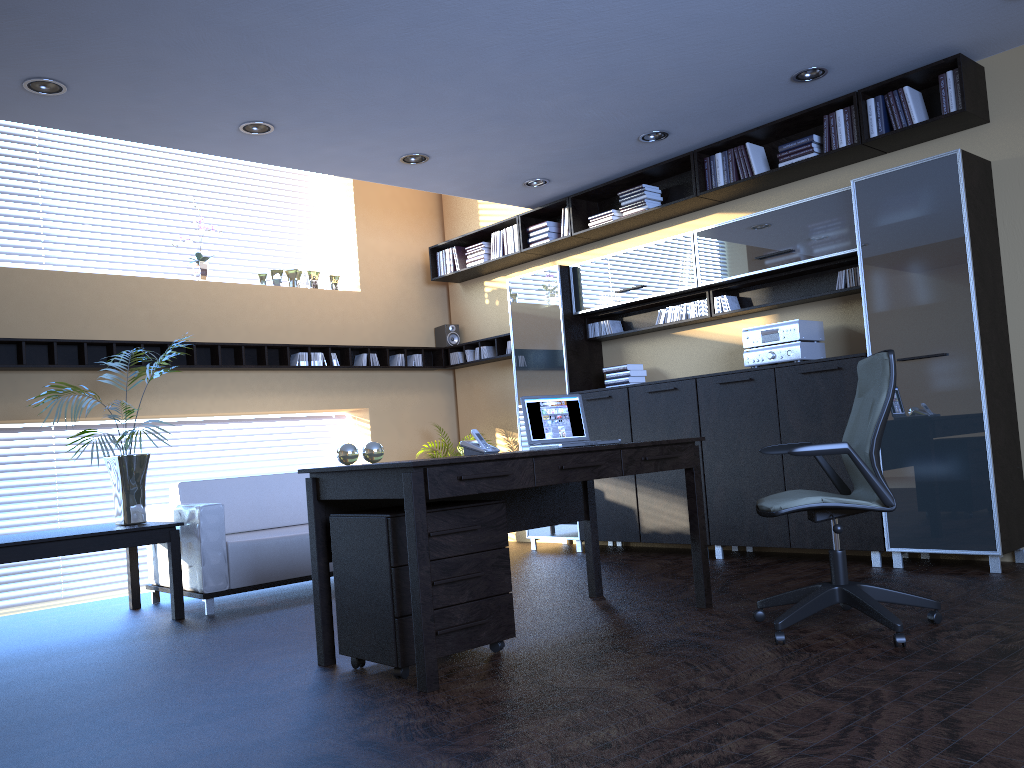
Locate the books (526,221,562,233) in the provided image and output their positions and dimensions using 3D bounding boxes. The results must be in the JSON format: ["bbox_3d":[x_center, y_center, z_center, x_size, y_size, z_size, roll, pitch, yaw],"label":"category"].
[{"bbox_3d":[0.289,-1.388,7.890,0.207,0.050,0.259,-1,-5,-43],"label":"books"}]

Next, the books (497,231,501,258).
[{"bbox_3d":[-0.056,-1.286,8.267,0.207,0.259,0.075,-2,-4,-43],"label":"books"}]

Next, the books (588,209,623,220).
[{"bbox_3d":[0.796,-1.389,7.337,0.207,0.028,0.259,-1,-5,-43],"label":"books"}]

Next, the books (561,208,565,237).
[{"bbox_3d":[0.506,-1.373,7.656,0.207,0.259,0.075,-2,-4,-42],"label":"books"}]

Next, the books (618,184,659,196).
[{"bbox_3d":[1.010,-1.539,7.087,0.207,0.028,0.259,-1,-5,-42],"label":"books"}]

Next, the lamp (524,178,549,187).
[{"bbox_3d":[0.194,-1.665,7.151,0.208,0.096,0.209,-3,-4,-24],"label":"lamp"}]

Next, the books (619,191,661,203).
[{"bbox_3d":[1.020,-1.483,7.077,0.207,0.028,0.259,-1,-5,-43],"label":"books"}]

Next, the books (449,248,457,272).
[{"bbox_3d":[-0.526,-1.212,8.797,0.207,0.258,0.050,-2,-4,-43],"label":"books"}]

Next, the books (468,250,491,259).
[{"bbox_3d":[-0.266,-1.238,8.528,0.207,0.028,0.259,-1,-5,-42],"label":"books"}]

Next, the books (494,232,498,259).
[{"bbox_3d":[-0.078,-1.282,8.290,0.207,0.259,0.075,-2,-4,-42],"label":"books"}]

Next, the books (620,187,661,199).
[{"bbox_3d":[1.024,-1.513,7.067,0.207,0.028,0.259,-1,-5,-43],"label":"books"}]

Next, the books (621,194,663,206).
[{"bbox_3d":[1.037,-1.456,7.075,0.207,0.028,0.259,-1,-5,-42],"label":"books"}]

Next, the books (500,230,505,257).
[{"bbox_3d":[-0.023,-1.289,8.254,0.207,0.259,0.075,-2,-4,-43],"label":"books"}]

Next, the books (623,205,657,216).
[{"bbox_3d":[1.049,-1.372,7.061,0.207,0.028,0.259,-1,-5,-42],"label":"books"}]

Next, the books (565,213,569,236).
[{"bbox_3d":[0.541,-1.379,7.603,0.207,0.259,0.075,-2,-4,-43],"label":"books"}]

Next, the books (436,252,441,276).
[{"bbox_3d":[-0.665,-1.190,8.951,0.207,0.258,0.050,-2,-4,-42],"label":"books"}]

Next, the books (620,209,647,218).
[{"bbox_3d":[1.030,-1.341,7.069,0.207,0.028,0.259,-1,-5,-42],"label":"books"}]

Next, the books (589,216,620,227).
[{"bbox_3d":[0.797,-1.333,7.319,0.207,0.028,0.259,-1,-5,-42],"label":"books"}]

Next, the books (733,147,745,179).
[{"bbox_3d":[1.683,-1.556,6.349,0.207,0.259,0.075,-2,-4,-42],"label":"books"}]

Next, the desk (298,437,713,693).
[{"bbox_3d":[0.057,0.777,4.347,1.894,0.889,0.915,-1,-5,-42],"label":"desk"}]

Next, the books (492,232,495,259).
[{"bbox_3d":[-0.098,-1.279,8.314,0.207,0.259,0.075,-2,-4,-43],"label":"books"}]

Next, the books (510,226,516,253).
[{"bbox_3d":[0.076,-1.307,8.117,0.207,0.258,0.050,-2,-4,-42],"label":"books"}]

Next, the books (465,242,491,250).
[{"bbox_3d":[-0.290,-1.321,8.543,0.207,0.028,0.259,-1,-5,-42],"label":"books"}]

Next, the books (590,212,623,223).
[{"bbox_3d":[0.808,-1.363,7.316,0.207,0.028,0.259,-1,-5,-43],"label":"books"}]

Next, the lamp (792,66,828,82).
[{"bbox_3d":[1.801,-1.917,5.364,0.209,0.096,0.208,-8,-5,42],"label":"lamp"}]

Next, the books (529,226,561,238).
[{"bbox_3d":[0.310,-1.339,7.875,0.207,0.050,0.259,-1,-5,-42],"label":"books"}]

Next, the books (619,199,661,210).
[{"bbox_3d":[1.026,-1.424,7.102,0.207,0.028,0.259,-1,-5,-43],"label":"books"}]

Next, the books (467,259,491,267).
[{"bbox_3d":[-0.273,-1.146,8.516,0.207,0.050,0.259,-1,-5,-42],"label":"books"}]

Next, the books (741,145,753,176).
[{"bbox_3d":[1.723,-1.561,6.298,0.207,0.257,0.072,-2,-4,-42],"label":"books"}]

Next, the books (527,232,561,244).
[{"bbox_3d":[0.299,-1.287,7.875,0.207,0.050,0.259,-1,-5,-42],"label":"books"}]

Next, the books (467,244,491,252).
[{"bbox_3d":[-0.273,-1.294,8.527,0.207,0.028,0.259,-1,-5,-43],"label":"books"}]

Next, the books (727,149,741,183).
[{"bbox_3d":[1.642,-1.550,6.398,0.207,0.258,0.050,-2,-4,-42],"label":"books"}]

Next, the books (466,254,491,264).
[{"bbox_3d":[-0.280,-1.196,8.529,0.207,0.050,0.259,-1,-5,-43],"label":"books"}]

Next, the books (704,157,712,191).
[{"bbox_3d":[1.504,-1.528,6.553,0.207,0.258,0.050,-2,-4,-42],"label":"books"}]

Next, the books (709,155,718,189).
[{"bbox_3d":[1.538,-1.534,6.514,0.207,0.258,0.050,-2,-4,-42],"label":"books"}]

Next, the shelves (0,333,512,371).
[{"bbox_3d":[-2.707,-0.277,6.608,6.620,0.213,1.251,-1,-5,-42],"label":"shelves"}]

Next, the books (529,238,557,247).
[{"bbox_3d":[0.314,-1.237,7.868,0.207,0.050,0.259,-1,-5,-42],"label":"books"}]

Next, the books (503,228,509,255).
[{"bbox_3d":[0.013,-1.296,8.200,0.207,0.258,0.050,-2,-4,-42],"label":"books"}]

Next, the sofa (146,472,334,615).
[{"bbox_3d":[-1.544,1.085,6.668,2.056,0.847,1.016,-1,-5,-42],"label":"sofa"}]

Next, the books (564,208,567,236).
[{"bbox_3d":[0.530,-1.376,7.636,0.207,0.259,0.075,-2,-4,-43],"label":"books"}]

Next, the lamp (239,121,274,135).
[{"bbox_3d":[-1.596,-1.640,5.534,0.209,0.096,0.208,-6,-4,18],"label":"lamp"}]

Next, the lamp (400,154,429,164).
[{"bbox_3d":[-0.701,-1.653,6.342,0.209,0.096,0.208,-7,-4,30],"label":"lamp"}]

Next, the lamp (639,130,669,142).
[{"bbox_3d":[0.997,-1.791,6.258,0.209,0.096,0.208,-8,-5,42],"label":"lamp"}]

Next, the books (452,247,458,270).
[{"bbox_3d":[-0.482,-1.218,8.752,0.207,0.259,0.075,-2,-4,-43],"label":"books"}]

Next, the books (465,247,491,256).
[{"bbox_3d":[-0.290,-1.265,8.524,0.207,0.028,0.259,-1,-5,-42],"label":"books"}]

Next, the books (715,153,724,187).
[{"bbox_3d":[1.569,-1.539,6.472,0.207,0.258,0.050,-2,-4,-42],"label":"books"}]

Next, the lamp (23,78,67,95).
[{"bbox_3d":[-2.491,-1.627,4.725,0.209,0.096,0.208,-6,-4,18],"label":"lamp"}]

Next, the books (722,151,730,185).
[{"bbox_3d":[1.609,-1.544,6.438,0.207,0.258,0.050,-2,-4,-42],"label":"books"}]

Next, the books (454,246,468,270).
[{"bbox_3d":[-0.464,-1.222,8.725,0.207,0.259,0.075,-2,-4,-43],"label":"books"}]

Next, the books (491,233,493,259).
[{"bbox_3d":[-0.114,-1.276,8.342,0.207,0.259,0.075,-2,-4,-42],"label":"books"}]

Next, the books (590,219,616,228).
[{"bbox_3d":[0.805,-1.306,7.309,0.207,0.028,0.259,-1,-5,-41],"label":"books"}]

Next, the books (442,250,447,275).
[{"bbox_3d":[-0.601,-1.201,8.869,0.207,0.258,0.050,-2,-4,-43],"label":"books"}]

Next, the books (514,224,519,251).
[{"bbox_3d":[0.111,-1.312,8.079,0.207,0.258,0.050,-2,-4,-42],"label":"books"}]

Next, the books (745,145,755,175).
[{"bbox_3d":[1.749,-1.565,6.293,0.207,0.257,0.072,-2,-4,-42],"label":"books"}]

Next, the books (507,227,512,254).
[{"bbox_3d":[0.048,-1.301,8.161,0.207,0.258,0.050,-2,-4,-42],"label":"books"}]

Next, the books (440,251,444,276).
[{"bbox_3d":[-0.628,-1.196,8.914,0.207,0.258,0.050,-2,-4,-43],"label":"books"}]

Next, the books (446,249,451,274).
[{"bbox_3d":[-0.561,-1.206,8.835,0.207,0.258,0.050,-2,-4,-42],"label":"books"}]

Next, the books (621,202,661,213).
[{"bbox_3d":[1.032,-1.398,7.076,0.207,0.028,0.259,-1,-5,-43],"label":"books"}]
